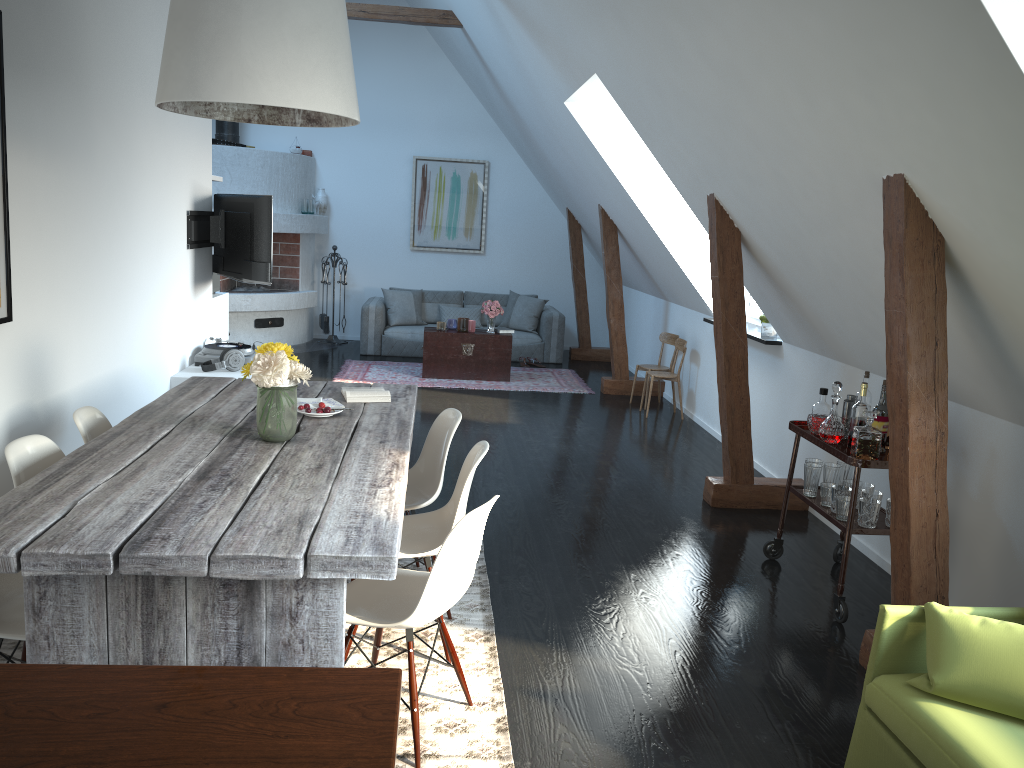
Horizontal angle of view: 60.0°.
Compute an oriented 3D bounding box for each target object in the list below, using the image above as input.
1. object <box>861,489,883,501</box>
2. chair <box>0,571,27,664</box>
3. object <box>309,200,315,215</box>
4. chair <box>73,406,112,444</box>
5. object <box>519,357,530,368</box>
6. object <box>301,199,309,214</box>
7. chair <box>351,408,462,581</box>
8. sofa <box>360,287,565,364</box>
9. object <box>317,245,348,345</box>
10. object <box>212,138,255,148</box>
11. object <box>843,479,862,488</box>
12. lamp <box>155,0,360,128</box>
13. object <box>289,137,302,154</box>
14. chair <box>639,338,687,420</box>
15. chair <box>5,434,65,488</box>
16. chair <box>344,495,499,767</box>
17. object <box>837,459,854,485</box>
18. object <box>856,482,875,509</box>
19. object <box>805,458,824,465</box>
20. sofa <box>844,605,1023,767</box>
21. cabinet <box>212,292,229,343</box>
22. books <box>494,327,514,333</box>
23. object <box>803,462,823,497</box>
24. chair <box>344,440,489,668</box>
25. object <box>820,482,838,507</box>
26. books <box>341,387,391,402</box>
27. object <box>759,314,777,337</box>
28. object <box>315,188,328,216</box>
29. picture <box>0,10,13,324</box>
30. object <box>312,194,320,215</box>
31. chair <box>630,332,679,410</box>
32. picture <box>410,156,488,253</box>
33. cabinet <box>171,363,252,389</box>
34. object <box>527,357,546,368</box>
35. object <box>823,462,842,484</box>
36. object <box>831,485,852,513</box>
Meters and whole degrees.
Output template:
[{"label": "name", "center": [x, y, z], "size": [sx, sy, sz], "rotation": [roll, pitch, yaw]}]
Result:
[{"label": "object", "center": [1.636, 0.548, 4.047], "size": [0.095, 0.119, 0.095], "rotation": [-6, 14, -43]}, {"label": "chair", "center": [-1.417, 0.683, 2.653], "size": [0.542, 0.801, 0.465], "rotation": [3, 10, -4]}, {"label": "object", "center": [-2.481, -2.181, 10.931], "size": [0.092, 0.180, 0.092], "rotation": [7, 11, 17]}, {"label": "chair", "center": [-1.487, 0.501, 3.643], "size": [0.542, 0.801, 0.465], "rotation": [2, 10, -9]}, {"label": "object", "center": [0.139, -0.260, 10.405], "size": [0.101, 0.090, 0.277], "rotation": [0, 11, -17]}, {"label": "object", "center": [-2.514, -2.155, 10.775], "size": [0.092, 0.180, 0.092], "rotation": [8, 11, 22]}, {"label": "chair", "center": [-0.511, 0.512, 3.896], "size": [0.542, 0.801, 0.465], "rotation": [0, 11, -19]}, {"label": "sofa", "center": [-0.615, -0.763, 11.055], "size": [2.458, 0.770, 1.107], "rotation": [2, 10, -5]}, {"label": "object", "center": [-2.267, -1.138, 11.283], "size": [0.376, 1.245, 0.376], "rotation": [-1, 11, -25]}, {"label": "object", "center": [-3.314, -2.751, 10.065], "size": [0.783, 0.094, 0.311], "rotation": [0, 11, -19]}, {"label": "object", "center": [1.638, 0.518, 4.273], "size": [0.092, 0.099, 0.092], "rotation": [-2, 11, -27]}, {"label": "lamp", "center": [-0.831, -2.329, 2.871], "size": [0.757, 2.813, 0.697], "rotation": [-7, 14, -45]}, {"label": "object", "center": [-2.654, -2.930, 10.897], "size": [0.066, 0.221, 0.231], "rotation": [8, 11, 25]}, {"label": "chair", "center": [1.371, -0.059, 7.976], "size": [0.342, 0.696, 0.329], "rotation": [3, 10, -4]}, {"label": "chair", "center": [-1.455, 0.597, 3.117], "size": [0.542, 0.801, 0.465], "rotation": [3, 10, 1]}, {"label": "chair", "center": [-0.335, 0.715, 2.829], "size": [0.542, 0.801, 0.465], "rotation": [7, 11, 20]}, {"label": "object", "center": [1.661, 0.462, 4.435], "size": [0.087, 0.155, 0.087], "rotation": [-3, 12, -32]}, {"label": "object", "center": [1.648, 0.527, 4.166], "size": [0.095, 0.119, 0.095], "rotation": [-6, 14, -43]}, {"label": "object", "center": [1.499, 0.455, 4.423], "size": [0.087, 0.155, 0.087], "rotation": [-3, 12, -32]}, {"label": "sofa", "center": [1.562, 1.029, 1.639], "size": [0.898, 0.825, 2.093], "rotation": [2, 10, -6]}, {"label": "cabinet", "center": [-2.819, -0.281, 7.216], "size": [0.869, 0.921, 0.638], "rotation": [2, 10, -5]}, {"label": "books", "center": [-0.106, -0.574, 9.473], "size": [0.179, 0.034, 0.243], "rotation": [-2, 11, -27]}, {"label": "object", "center": [1.463, 0.469, 4.331], "size": [0.087, 0.155, 0.087], "rotation": [-3, 12, -32]}, {"label": "chair", "center": [-0.379, 0.610, 3.395], "size": [0.542, 0.801, 0.465], "rotation": [3, 10, -4]}, {"label": "object", "center": [1.499, 0.525, 4.191], "size": [0.092, 0.099, 0.092], "rotation": [-2, 11, -27]}, {"label": "books", "center": [-0.689, 0.041, 4.178], "size": [0.202, 0.042, 0.251], "rotation": [0, 11, -17]}, {"label": "object", "center": [1.776, -0.572, 6.243], "size": [0.309, 0.461, 0.131], "rotation": [6, 10, 13]}, {"label": "object", "center": [-2.422, -2.295, 11.247], "size": [0.165, 0.368, 0.165], "rotation": [-3, 12, -33]}, {"label": "picture", "center": [-1.946, -0.759, 3.059], "size": [0.036, 1.181, 0.808], "rotation": [2, 10, -5]}, {"label": "object", "center": [-2.449, -2.242, 11.071], "size": [0.081, 0.258, 0.150], "rotation": [9, 12, 28]}, {"label": "chair", "center": [1.357, -0.131, 8.373], "size": [0.342, 0.696, 0.329], "rotation": [-1, 11, -22]}, {"label": "picture", "center": [-0.818, -2.315, 11.484], "size": [0.965, 1.185, 0.025], "rotation": [2, 10, -5]}, {"label": "cabinet", "center": [-1.996, 0.117, 6.441], "size": [0.623, 0.507, 1.069], "rotation": [2, 10, -5]}, {"label": "object", "center": [0.292, -0.259, 10.452], "size": [0.277, 0.090, 0.101], "rotation": [12, 13, 41]}, {"label": "object", "center": [1.565, 0.471, 4.353], "size": [0.087, 0.155, 0.087], "rotation": [-3, 12, -32]}, {"label": "object", "center": [1.514, 0.534, 4.084], "size": [0.095, 0.119, 0.095], "rotation": [-6, 14, -43]}]
